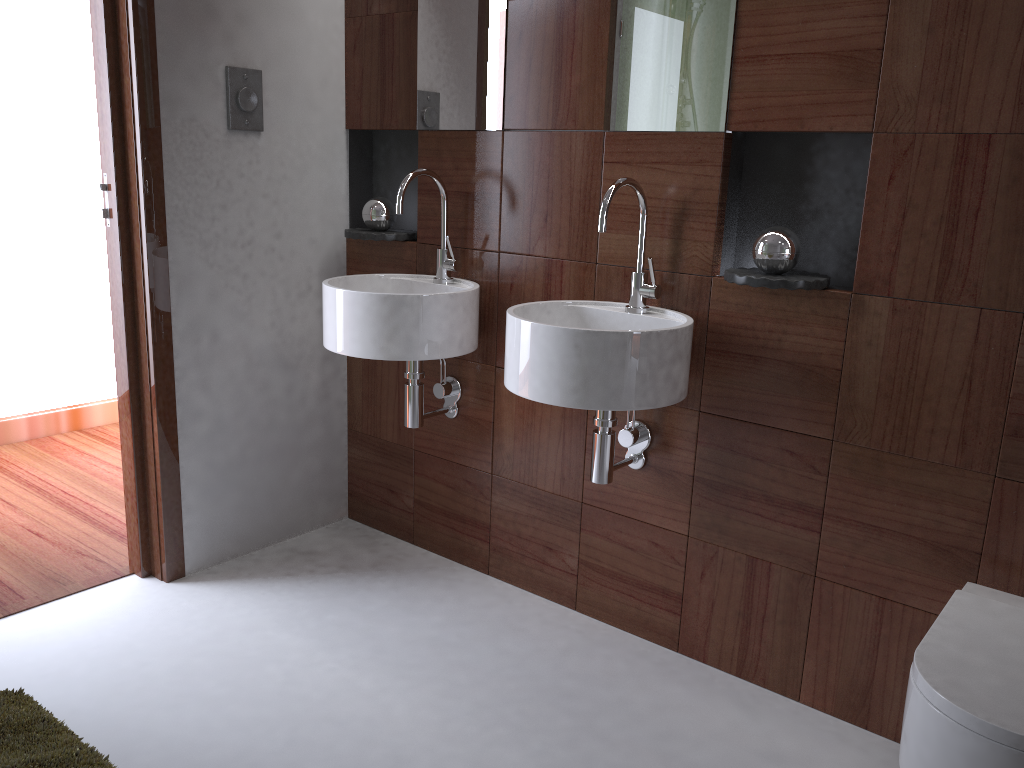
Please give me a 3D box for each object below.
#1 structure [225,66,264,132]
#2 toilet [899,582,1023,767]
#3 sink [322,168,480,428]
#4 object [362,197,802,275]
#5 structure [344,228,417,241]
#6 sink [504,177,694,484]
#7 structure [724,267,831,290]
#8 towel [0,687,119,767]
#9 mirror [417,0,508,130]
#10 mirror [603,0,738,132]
[{"bbox_3d":[-0.726,-0.776,2.419,0.028,0.164,0.109,13,17,37],"label":"structure"},{"bbox_3d":[0.859,0.580,1.490,0.329,0.284,0.547,13,17,37],"label":"toilet"},{"bbox_3d":[-0.295,-0.213,2.378,0.415,0.715,0.417,13,17,37],"label":"sink"},{"bbox_3d":[0.085,-0.397,2.281,1.350,0.104,0.104,13,17,37],"label":"object"},{"bbox_3d":[-0.395,-0.454,2.687,0.222,0.023,0.220,2,14,-1],"label":"structure"},{"bbox_3d":[0.194,-0.100,1.994,0.415,0.715,0.417,13,17,37],"label":"sink"},{"bbox_3d":[0.574,-0.230,1.925,0.220,0.023,0.222,10,16,28],"label":"structure"},{"bbox_3d":[-0.520,0.659,0.955,0.890,0.452,0.349,11,16,32],"label":"towel"},{"bbox_3d":[-0.133,-1.002,2.347,0.316,0.635,0.010,13,17,37],"label":"mirror"},{"bbox_3d":[0.357,-0.889,1.962,0.316,0.635,0.010,13,17,37],"label":"mirror"}]
